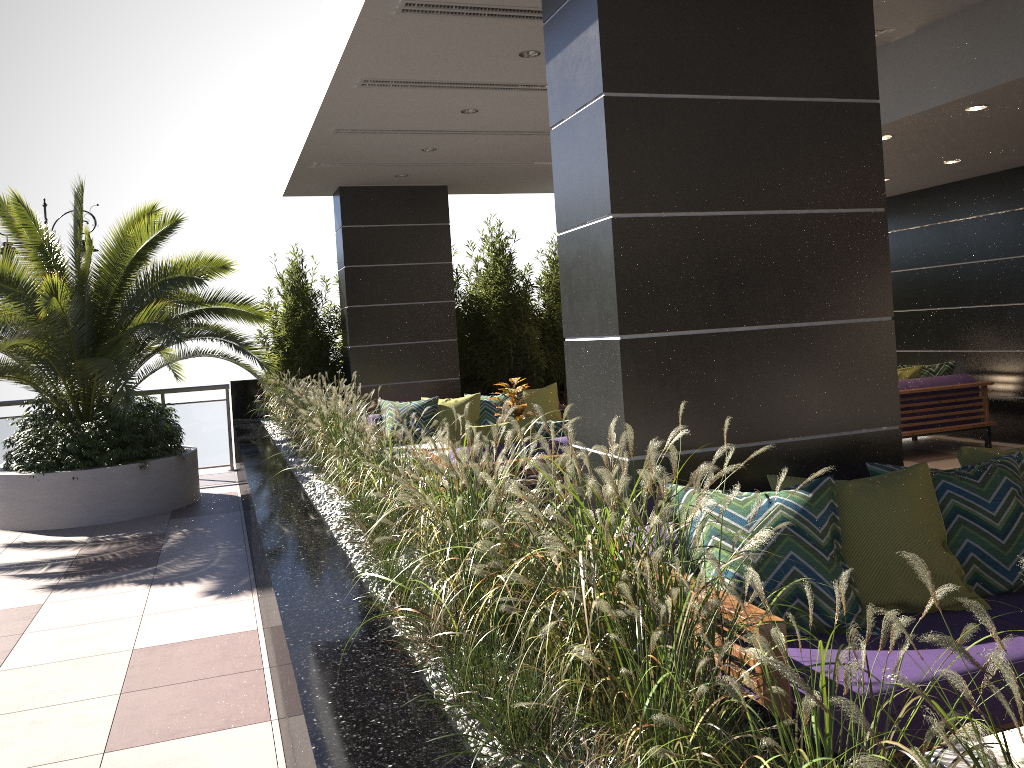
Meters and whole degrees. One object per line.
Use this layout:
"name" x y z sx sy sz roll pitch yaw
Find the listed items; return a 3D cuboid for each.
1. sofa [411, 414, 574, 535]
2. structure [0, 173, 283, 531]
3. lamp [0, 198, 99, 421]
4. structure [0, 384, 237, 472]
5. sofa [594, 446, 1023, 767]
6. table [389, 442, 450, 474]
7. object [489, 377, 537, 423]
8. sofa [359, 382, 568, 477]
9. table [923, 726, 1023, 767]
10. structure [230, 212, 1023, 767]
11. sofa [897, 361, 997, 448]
"sofa" 0.464 0.617 6.168 2.128 0.919 1.119 -5 2 -18
"structure" -4.227 -0.414 8.659 3.746 3.303 3.810 -3 2 24
"lamp" -5.199 -0.448 10.038 1.123 3.328 0.263 -4 0 -18
"structure" -6.516 1.324 0.599 12.933 1.058 17.497 -5 3 -18
"sofa" 1.487 0.729 3.101 2.128 0.919 1.119 -5 2 -18
"table" 0.056 0.753 7.406 2.039 0.553 0.941 -5 3 -18
"object" 0.018 0.215 7.409 0.430 0.526 0.425 -4 1 -1
"sofa" -0.348 0.527 8.603 2.128 0.919 1.119 -5 2 -18
"table" 1.966 0.963 1.679 2.039 0.553 0.941 -5 3 -18
"structure" 3.910 -0.416 1.034 7.826 3.121 24.719 -5 3 -18
"sofa" 3.563 0.256 8.880 2.128 0.919 1.119 -5 2 -18
